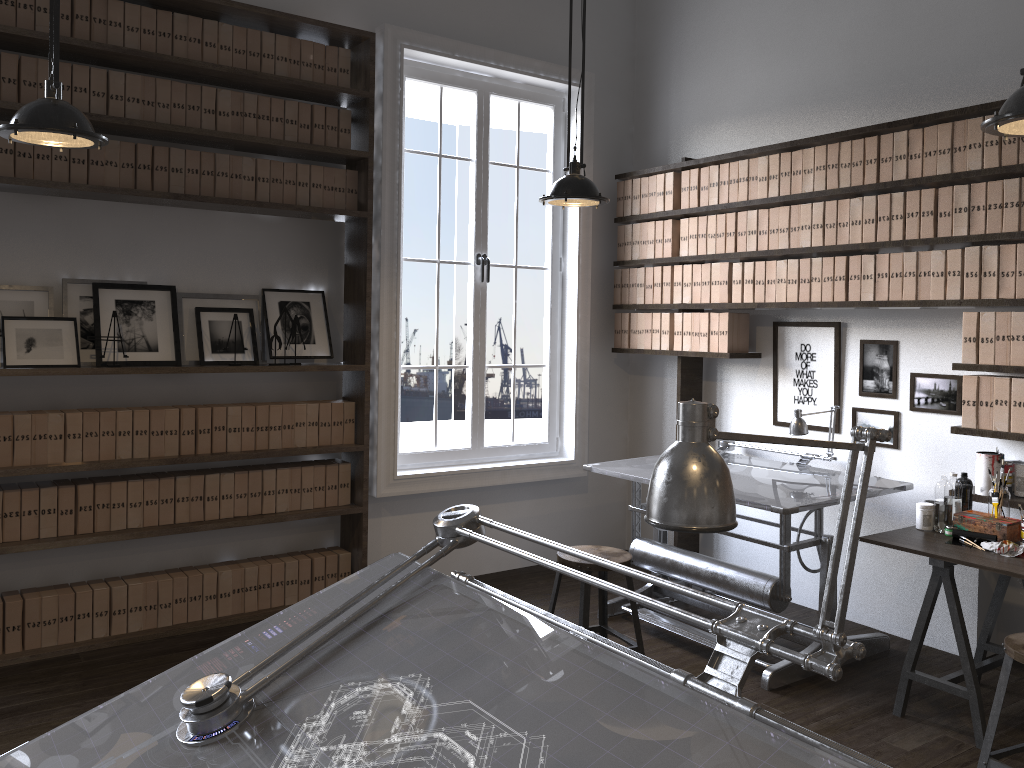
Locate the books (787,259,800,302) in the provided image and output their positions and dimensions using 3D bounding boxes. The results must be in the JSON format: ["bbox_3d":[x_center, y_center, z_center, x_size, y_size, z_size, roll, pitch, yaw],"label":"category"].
[{"bbox_3d":[1.498,-0.524,4.552,0.174,0.225,0.067,0,2,-35],"label":"books"}]

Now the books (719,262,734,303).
[{"bbox_3d":[1.237,-0.560,4.923,0.174,0.225,0.067,0,2,-35],"label":"books"}]

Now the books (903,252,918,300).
[{"bbox_3d":[1.861,-0.484,4.036,0.174,0.225,0.067,0,2,-35],"label":"books"}]

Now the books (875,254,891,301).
[{"bbox_3d":[1.786,-0.493,4.153,0.174,0.225,0.067,0,2,-35],"label":"books"}]

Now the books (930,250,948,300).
[{"bbox_3d":[1.938,-0.476,3.932,0.174,0.225,0.067,0,2,-35],"label":"books"}]

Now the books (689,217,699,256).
[{"bbox_3d":[1.106,-0.842,5.114,0.174,0.225,0.067,0,2,-35],"label":"books"}]

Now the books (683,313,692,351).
[{"bbox_3d":[1.080,-0.300,5.149,0.174,0.225,0.067,0,2,-35],"label":"books"}]

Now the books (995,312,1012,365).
[{"bbox_3d":[2.097,-0.188,3.705,0.174,0.225,0.067,0,2,-35],"label":"books"}]

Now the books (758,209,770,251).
[{"bbox_3d":[1.394,-0.811,4.715,0.174,0.225,0.067,0,2,-35],"label":"books"}]

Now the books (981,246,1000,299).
[{"bbox_3d":[2.066,-0.468,3.749,0.174,0.225,0.067,0,2,-35],"label":"books"}]

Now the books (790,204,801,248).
[{"bbox_3d":[1.510,-0.798,4.546,0.174,0.225,0.067,0,2,-35],"label":"books"}]

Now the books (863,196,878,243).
[{"bbox_3d":[1.746,-0.772,4.202,0.174,0.225,0.067,0,2,-35],"label":"books"}]

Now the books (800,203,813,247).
[{"bbox_3d":[1.545,-0.794,4.494,0.174,0.225,0.067,0,2,-35],"label":"books"}]

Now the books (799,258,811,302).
[{"bbox_3d":[1.539,-0.519,4.493,0.174,0.225,0.067,0,2,-35],"label":"books"}]

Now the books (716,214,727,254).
[{"bbox_3d":[1.227,-0.830,4.953,0.174,0.225,0.067,0,2,-35],"label":"books"}]

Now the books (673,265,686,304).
[{"bbox_3d":[1.036,-0.582,5.209,0.174,0.225,0.067,0,2,-35],"label":"books"}]

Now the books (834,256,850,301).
[{"bbox_3d":[1.657,-0.506,4.327,0.174,0.225,0.067,0,2,-35],"label":"books"}]

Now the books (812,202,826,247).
[{"bbox_3d":[1.585,-0.790,4.433,0.174,0.225,0.067,0,2,-35],"label":"books"}]

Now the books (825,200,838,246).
[{"bbox_3d":[1.629,-0.785,4.378,0.174,0.225,0.067,0,2,-35],"label":"books"}]

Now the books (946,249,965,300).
[{"bbox_3d":[1.978,-0.471,3.872,0.174,0.225,0.067,0,2,-35],"label":"books"}]

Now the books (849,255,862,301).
[{"bbox_3d":[1.705,-0.502,4.269,0.174,0.225,0.067,0,2,-35],"label":"books"}]

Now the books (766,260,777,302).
[{"bbox_3d":[1.422,-0.533,4.672,0.174,0.225,0.067,0,2,-35],"label":"books"}]

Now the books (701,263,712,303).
[{"bbox_3d":[1.162,-0.568,5.039,0.174,0.225,0.067,0,2,-35],"label":"books"}]

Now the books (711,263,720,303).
[{"bbox_3d":[1.204,-0.564,4.977,0.174,0.225,0.067,0,2,-35],"label":"books"}]

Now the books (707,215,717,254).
[{"bbox_3d":[1.187,-0.834,5.005,0.174,0.225,0.067,0,2,-35],"label":"books"}]

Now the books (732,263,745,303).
[{"bbox_3d":[1.291,-0.547,4.852,0.174,0.225,0.067,0,2,-35],"label":"books"}]

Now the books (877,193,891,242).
[{"bbox_3d":[1.788,-0.767,4.142,0.174,0.225,0.067,0,2,-35],"label":"books"}]

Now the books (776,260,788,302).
[{"bbox_3d":[1.459,-0.528,4.613,0.174,0.225,0.067,0,2,-35],"label":"books"}]

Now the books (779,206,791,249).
[{"bbox_3d":[1.468,-0.802,4.598,0.174,0.225,0.067,0,2,-35],"label":"books"}]

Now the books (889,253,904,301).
[{"bbox_3d":[1.827,-0.488,4.095,0.174,0.225,0.067,0,2,-35],"label":"books"}]

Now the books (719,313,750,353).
[{"bbox_3d":[1.236,-0.283,4.930,0.174,0.225,0.067,0,2,-35],"label":"books"}]

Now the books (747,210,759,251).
[{"bbox_3d":[1.349,-0.816,4.770,0.174,0.225,0.067,0,2,-35],"label":"books"}]

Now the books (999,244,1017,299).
[{"bbox_3d":[2.109,-0.464,3.694,0.174,0.225,0.067,0,2,-35],"label":"books"}]

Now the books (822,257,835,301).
[{"bbox_3d":[1.619,-0.511,4.391,0.174,0.225,0.067,0,2,-35],"label":"books"}]

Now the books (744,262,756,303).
[{"bbox_3d":[1.337,-0.542,4.784,0.174,0.225,0.067,0,2,-35],"label":"books"}]

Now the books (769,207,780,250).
[{"bbox_3d":[1.434,-0.807,4.657,0.174,0.225,0.067,0,2,-35],"label":"books"}]

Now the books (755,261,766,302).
[{"bbox_3d":[1.380,-0.537,4.728,0.174,0.225,0.067,0,2,-35],"label":"books"}]

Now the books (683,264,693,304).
[{"bbox_3d":[1.081,-0.577,5.152,0.174,0.225,0.067,0,2,-35],"label":"books"}]

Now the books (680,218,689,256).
[{"bbox_3d":[1.067,-0.847,5.175,0.174,0.225,0.067,0,2,-35],"label":"books"}]

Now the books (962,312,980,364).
[{"bbox_3d":[2.016,-0.196,3.813,0.174,0.225,0.067,0,2,-35],"label":"books"}]

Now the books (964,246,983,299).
[{"bbox_3d":[2.022,-0.473,3.807,0.174,0.225,0.067,0,2,-35],"label":"books"}]

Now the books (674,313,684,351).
[{"bbox_3d":[1.037,-0.305,5.207,0.174,0.225,0.067,0,2,-35],"label":"books"}]

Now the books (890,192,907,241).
[{"bbox_3d":[1.828,-0.763,4.093,0.174,0.225,0.067,0,2,-35],"label":"books"}]

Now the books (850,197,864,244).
[{"bbox_3d":[1.708,-0.776,4.263,0.174,0.225,0.067,0,2,-35],"label":"books"}]

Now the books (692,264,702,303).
[{"bbox_3d":[1.124,-0.573,5.097,0.174,0.225,0.067,0,2,-35],"label":"books"}]

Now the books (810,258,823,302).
[{"bbox_3d":[1.579,-0.515,4.443,0.174,0.225,0.067,0,2,-35],"label":"books"}]

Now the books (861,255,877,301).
[{"bbox_3d":[1.742,-0.497,4.208,0.174,0.225,0.067,0,2,-35],"label":"books"}]

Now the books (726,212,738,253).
[{"bbox_3d":[1.265,-0.825,4.889,0.174,0.225,0.067,0,2,-35],"label":"books"}]

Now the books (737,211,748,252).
[{"bbox_3d":[1.312,-0.820,4.831,0.174,0.225,0.067,0,2,-35],"label":"books"}]

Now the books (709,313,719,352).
[{"bbox_3d":[1.198,-0.287,4.988,0.174,0.225,0.067,0,2,-35],"label":"books"}]

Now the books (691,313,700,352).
[{"bbox_3d":[1.117,-0.296,5.099,0.174,0.225,0.067,0,2,-35],"label":"books"}]

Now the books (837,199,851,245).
[{"bbox_3d":[1.671,-0.781,4.322,0.174,0.225,0.067,0,2,-35],"label":"books"}]

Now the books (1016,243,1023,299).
[{"bbox_3d":[2.148,-0.460,3.636,0.174,0.225,0.067,0,2,-35],"label":"books"}]

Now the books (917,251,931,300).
[{"bbox_3d":[1.903,-0.480,3.984,0.174,0.225,0.067,0,2,-35],"label":"books"}]

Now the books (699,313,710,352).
[{"bbox_3d":[1.152,-0.292,5.042,0.174,0.225,0.067,0,2,-35],"label":"books"}]
